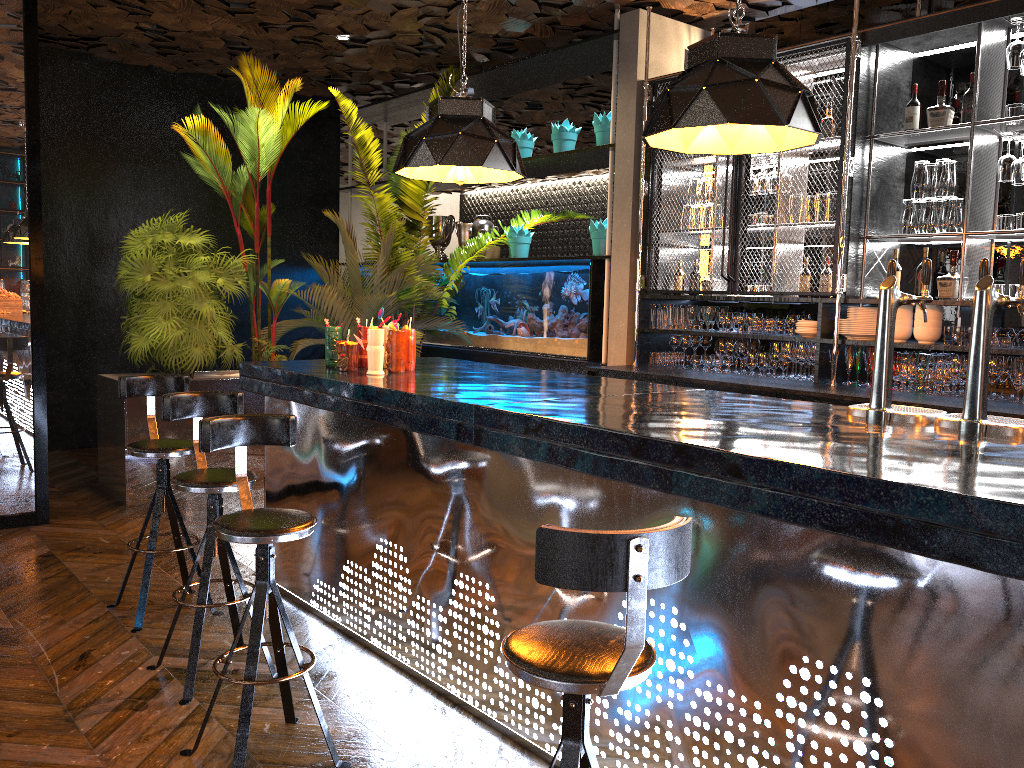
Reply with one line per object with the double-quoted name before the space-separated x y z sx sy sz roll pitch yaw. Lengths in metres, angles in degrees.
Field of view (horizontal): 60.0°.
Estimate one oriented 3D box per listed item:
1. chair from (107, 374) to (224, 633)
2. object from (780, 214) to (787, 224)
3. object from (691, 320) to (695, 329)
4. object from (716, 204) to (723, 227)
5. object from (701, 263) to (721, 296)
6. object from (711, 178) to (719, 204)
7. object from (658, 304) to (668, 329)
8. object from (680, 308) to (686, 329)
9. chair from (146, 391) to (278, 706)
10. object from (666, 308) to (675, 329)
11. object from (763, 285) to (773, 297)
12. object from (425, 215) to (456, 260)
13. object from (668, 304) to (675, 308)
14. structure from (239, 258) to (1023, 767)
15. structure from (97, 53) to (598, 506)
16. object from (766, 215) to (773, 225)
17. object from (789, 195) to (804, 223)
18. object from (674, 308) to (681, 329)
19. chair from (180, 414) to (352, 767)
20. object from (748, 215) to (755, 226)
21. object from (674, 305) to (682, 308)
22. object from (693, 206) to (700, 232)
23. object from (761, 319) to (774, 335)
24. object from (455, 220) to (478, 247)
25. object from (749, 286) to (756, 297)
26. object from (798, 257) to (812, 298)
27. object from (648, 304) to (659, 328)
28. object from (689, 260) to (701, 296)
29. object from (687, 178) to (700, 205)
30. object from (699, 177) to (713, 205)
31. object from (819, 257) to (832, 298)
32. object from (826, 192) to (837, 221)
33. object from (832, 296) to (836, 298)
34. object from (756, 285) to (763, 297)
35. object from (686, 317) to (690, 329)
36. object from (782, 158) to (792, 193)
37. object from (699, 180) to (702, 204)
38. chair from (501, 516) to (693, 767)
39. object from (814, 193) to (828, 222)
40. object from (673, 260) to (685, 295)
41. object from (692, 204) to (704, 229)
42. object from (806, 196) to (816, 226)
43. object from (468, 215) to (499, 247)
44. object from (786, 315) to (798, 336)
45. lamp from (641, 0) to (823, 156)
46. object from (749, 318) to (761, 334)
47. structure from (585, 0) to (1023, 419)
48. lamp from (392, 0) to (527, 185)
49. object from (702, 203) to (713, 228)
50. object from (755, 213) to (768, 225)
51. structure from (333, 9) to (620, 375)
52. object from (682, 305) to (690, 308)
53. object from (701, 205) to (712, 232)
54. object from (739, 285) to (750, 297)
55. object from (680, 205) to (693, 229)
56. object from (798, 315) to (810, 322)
"chair" -1.656 0.524 4.191 0.419 1.108 0.476 -3 7 -39
"object" 1.774 -1.075 5.854 0.077 0.080 0.077 -4 8 -43
"object" 1.297 -0.471 6.399 0.058 0.152 0.051 0 6 -15
"object" 1.446 -1.174 6.265 0.092 0.182 0.092 -4 8 -44
"object" 1.396 -0.734 6.211 0.108 0.244 0.108 -1 6 -26
"object" 1.423 -1.360 6.282 0.092 0.182 0.092 -4 8 -44
"object" 1.078 -0.481 6.320 0.067 0.174 0.067 2 6 0
"object" 1.213 -0.466 6.315 0.058 0.152 0.051 3 6 12
"chair" -1.188 0.602 3.518 0.419 1.108 0.476 -3 7 -39
"object" 1.115 -0.462 6.246 0.058 0.152 0.051 -2 7 -34
"object" 1.686 -0.607 5.825 0.077 0.080 0.077 6 7 39
"object" -0.726 -1.452 8.920 0.250 0.472 0.458 0 6 -12
"object" 1.132 -0.485 6.374 0.067 0.174 0.067 0 6 -14
"structure" 0.966 0.457 2.610 1.214 1.685 6.009 -3 7 -39
"structure" -1.358 -1.035 7.666 4.073 3.561 1.873 -3 7 -38
"object" 1.703 -1.084 5.930 0.077 0.080 0.077 3 6 15
"object" 1.801 -1.103 5.622 0.092 0.182 0.092 -4 8 -44
"object" 1.163 -0.464 6.280 0.051 0.152 0.058 -2 7 -35
"chair" -0.811 0.675 2.869 0.419 1.108 0.476 -3 7 -39
"object" 1.588 -1.086 5.916 0.077 0.080 0.077 5 6 29
"object" 1.201 -0.489 6.433 0.067 0.174 0.067 3 6 11
"object" 1.330 -1.193 6.431 0.092 0.182 0.092 -4 8 -44
"object" 1.618 -0.359 5.613 0.078 0.099 0.078 3 6 18
"object" -0.423 -1.375 8.554 0.232 0.398 0.378 1 6 -9
"object" 1.656 -0.631 6.066 0.077 0.080 0.077 2 6 0
"object" 1.871 -0.676 5.658 0.075 0.261 0.075 2 6 10
"object" 1.019 -0.488 6.374 0.067 0.174 0.067 -2 6 -31
"object" 1.302 -0.755 6.309 0.075 0.260 0.075 1 6 -5
"object" 1.293 -1.365 6.302 0.092 0.182 0.092 -4 8 -44
"object" 1.364 -1.356 6.229 0.092 0.182 0.092 -4 8 -44
"object" 1.975 -0.666 5.565 0.075 0.260 0.075 2 6 10
"object" 1.968 -1.079 5.422 0.092 0.182 0.092 -4 8 -44
"object" 2.024 -0.655 5.473 0.075 0.260 0.075 2 6 10
"object" 1.671 -0.618 5.931 0.077 0.080 0.077 3 6 16
"object" 1.261 -0.468 6.350 0.058 0.152 0.051 0 6 -13
"object" 1.795 -1.363 5.801 0.081 0.213 0.081 -2 7 -33
"object" 1.366 -1.370 6.368 0.092 0.182 0.092 -4 8 -44
"chair" 0.145 0.798 1.862 0.419 1.108 0.476 -1 6 -24
"object" 1.925 -1.089 5.509 0.092 0.182 0.092 -4 8 -44
"object" 1.218 -0.771 6.455 0.075 0.261 0.075 2 6 10
"object" 1.323 -1.179 6.279 0.092 0.182 0.092 -4 8 -44
"object" 1.914 -1.102 5.643 0.092 0.182 0.092 -4 8 -44
"object" -0.267 -1.418 8.215 0.290 0.292 0.278 1 6 -2
"object" 1.762 -0.368 5.582 0.074 0.131 0.074 -1 6 -26
"lamp" 0.762 -1.602 2.936 0.607 1.564 0.582 -3 7 -39
"object" 1.561 -0.370 5.694 0.078 0.103 0.078 2 6 4
"structure" 3.100 -0.543 3.852 1.143 3.553 6.750 -3 7 -39
"lamp" -0.216 -1.699 3.933 0.607 1.606 0.582 -3 7 -39
"object" 1.378 -1.169 6.195 0.092 0.182 0.092 -4 8 -44
"object" 1.626 -1.072 5.786 0.077 0.080 0.077 -4 8 -43
"structure" -0.355 -1.159 8.349 0.705 3.734 4.269 -3 7 -39
"object" 1.268 -0.492 6.488 0.067 0.174 0.067 2 6 0
"object" 1.393 -1.183 6.344 0.092 0.182 0.092 -4 8 -44
"object" 1.555 -0.621 5.937 0.077 0.080 0.077 6 7 36
"object" 1.257 -1.188 6.359 0.092 0.182 0.092 -4 8 -44
"object" 1.881 -0.378 5.716 0.074 0.131 0.074 -1 6 -26
